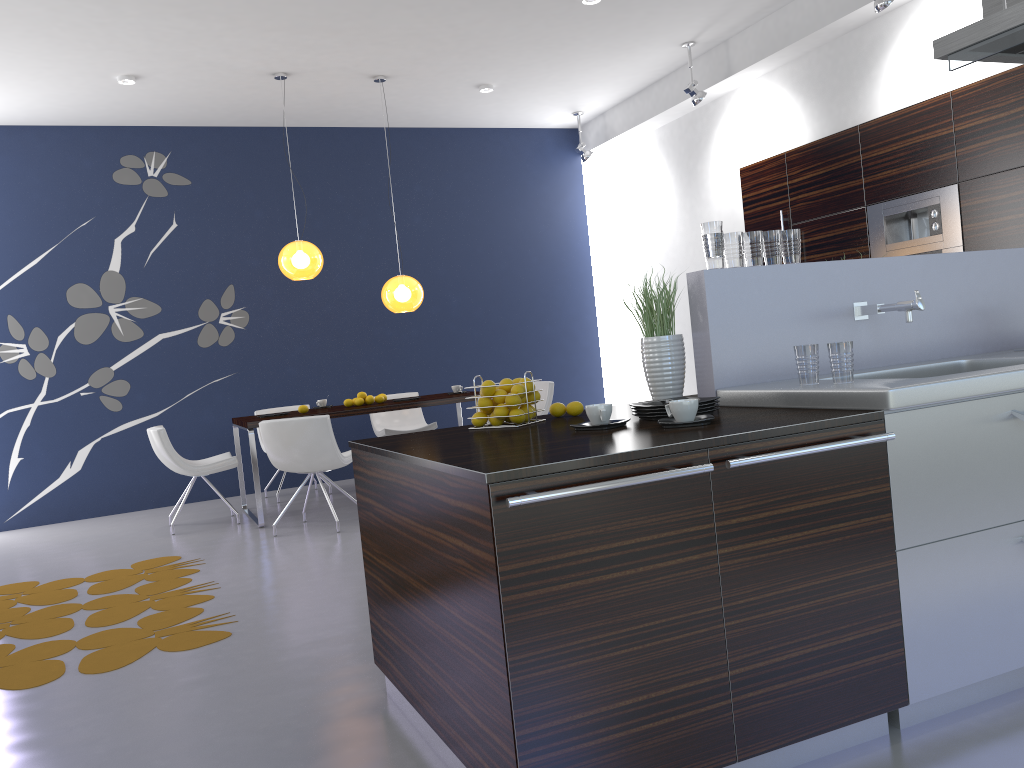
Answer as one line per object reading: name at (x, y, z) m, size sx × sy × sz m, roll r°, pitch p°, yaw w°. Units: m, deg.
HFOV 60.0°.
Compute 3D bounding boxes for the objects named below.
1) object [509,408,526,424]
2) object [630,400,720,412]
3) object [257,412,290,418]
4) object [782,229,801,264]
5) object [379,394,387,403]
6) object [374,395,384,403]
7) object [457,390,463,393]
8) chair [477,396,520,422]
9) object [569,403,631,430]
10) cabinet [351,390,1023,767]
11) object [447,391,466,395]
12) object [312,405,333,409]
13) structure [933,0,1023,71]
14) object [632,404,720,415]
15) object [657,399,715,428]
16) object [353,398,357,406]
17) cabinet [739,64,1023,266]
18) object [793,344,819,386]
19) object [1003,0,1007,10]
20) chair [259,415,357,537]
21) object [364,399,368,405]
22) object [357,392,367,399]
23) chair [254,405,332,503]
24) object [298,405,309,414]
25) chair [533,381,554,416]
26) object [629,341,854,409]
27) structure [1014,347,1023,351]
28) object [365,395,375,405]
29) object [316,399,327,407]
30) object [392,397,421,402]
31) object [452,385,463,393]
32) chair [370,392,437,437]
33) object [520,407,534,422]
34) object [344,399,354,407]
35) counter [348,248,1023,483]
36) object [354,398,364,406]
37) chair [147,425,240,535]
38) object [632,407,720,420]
object at (0.017, 0.106, 2.912) m, size 0.053 × 0.053 × 0.061 m, roll -5°, pitch 2°, yaw 22°
object at (0.492, 0.070, 2.679) m, size 0.232 × 0.020 × 0.232 m, roll -7°, pitch 2°, yaw -19°
object at (-1.893, 0.248, 7.041) m, size 0.232 × 0.020 × 0.232 m, roll -6°, pitch 2°, yaw 6°
object at (0.970, -0.474, 3.085) m, size 0.071 × 0.119 × 0.072 m, roll -5°, pitch 2°, yaw 27°
object at (-1.098, 0.120, 7.480) m, size 0.094 × 0.077 × 0.079 m, roll -4°, pitch 3°, yaw 41°
object at (-1.106, 0.128, 7.395) m, size 0.083 × 0.068 × 0.070 m, roll -7°, pitch 2°, yaw -19°
object at (-0.420, 0.068, 7.650) m, size 0.032 × 0.028 × 0.155 m, roll -8°, pitch 3°, yaw -42°
chair at (-0.208, 0.476, 6.755) m, size 0.620 × 0.805 × 0.508 m, roll -4°, pitch 3°, yaw 37°
object at (0.253, 0.094, 2.566) m, size 0.153 × 0.069 × 0.153 m, roll -4°, pitch 3°, yaw 41°
cabinet at (1.246, 0.437, 3.069) m, size 3.285 × 0.852 × 1.377 m, roll -7°, pitch 2°, yaw -23°
object at (-0.482, 0.078, 7.745) m, size 0.154 × 0.020 × 0.154 m, roll -5°, pitch 2°, yaw 23°
object at (-1.626, 0.199, 7.622) m, size 0.154 × 0.020 × 0.154 m, roll -5°, pitch 2°, yaw 22°
structure at (2.160, -1.829, 3.088) m, size 0.981 × 1.231 × 0.915 m, roll -7°, pitch 2°, yaw -23°
object at (0.493, 0.080, 2.680) m, size 0.232 × 0.020 × 0.232 m, roll -6°, pitch 2°, yaw -14°
object at (0.468, 0.078, 2.398) m, size 0.153 × 0.069 × 0.153 m, roll -5°, pitch 2°, yaw 11°
object at (-1.289, 0.148, 7.368) m, size 0.083 × 0.068 × 0.070 m, roll -4°, pitch 3°, yaw 36°
cabinet at (3.090, -0.697, 6.301) m, size 0.669 × 2.500 × 3.600 m, roll -7°, pitch 2°, yaw -23°
object at (0.881, -0.057, 2.642) m, size 0.072 × 0.119 × 0.071 m, roll -7°, pitch 2°, yaw -23°
object at (1.772, -1.416, 3.197) m, size 0.125 × 0.221 × 0.125 m, roll -6°, pitch 2°, yaw 2°
chair at (-1.401, 0.616, 6.258) m, size 0.508 × 0.805 × 0.620 m, roll -5°, pitch 2°, yaw 12°
object at (-1.214, 0.138, 7.400) m, size 0.069 × 0.071 × 0.081 m, roll -4°, pitch 3°, yaw 44°
object at (-1.241, 0.098, 7.338) m, size 0.083 × 0.068 × 0.070 m, roll -7°, pitch 2°, yaw -19°
chair at (-1.986, 0.612, 8.028) m, size 0.508 × 0.805 × 0.620 m, roll -7°, pitch 2°, yaw -28°
object at (-1.634, 0.198, 6.946) m, size 0.083 × 0.068 × 0.070 m, roll -7°, pitch 2°, yaw -19°
chair at (0.083, 0.402, 7.979) m, size 0.620 × 0.805 × 0.508 m, roll -7°, pitch 2°, yaw -28°
object at (0.671, -0.022, 2.670) m, size 0.646 × 0.147 × 0.269 m, roll -6°, pitch 2°, yaw 2°
structure at (2.297, -0.190, 3.218) m, size 0.709 × 0.055 × 0.519 m, roll -7°, pitch 2°, yaw -23°
object at (-1.174, 0.132, 7.327) m, size 0.076 × 0.080 × 0.094 m, roll -7°, pitch 2°, yaw -21°
object at (-1.629, 0.169, 7.611) m, size 0.081 × 0.064 × 0.101 m, roll -6°, pitch 2°, yaw 2°
object at (-0.884, 0.130, 7.436) m, size 0.232 × 0.020 × 0.232 m, roll -6°, pitch 2°, yaw 6°
object at (-0.475, 0.046, 7.744) m, size 0.101 × 0.064 × 0.081 m, roll -6°, pitch 2°, yaw 3°
chair at (-1.035, 0.500, 8.434) m, size 0.508 × 0.805 × 0.620 m, roll -7°, pitch 2°, yaw -23°
object at (0.043, 0.102, 2.967) m, size 0.061 × 0.053 × 0.053 m, roll -5°, pitch 2°, yaw 20°
object at (-1.344, 0.156, 7.298) m, size 0.083 × 0.068 × 0.070 m, roll -7°, pitch 2°, yaw -19°
counter at (1.226, 0.214, 3.050) m, size 3.291 × 1.300 × 1.302 m, roll -7°, pitch 2°, yaw -23°
object at (-1.256, 0.147, 7.290) m, size 0.083 × 0.068 × 0.070 m, roll -4°, pitch 3°, yaw 36°
chair at (-2.461, 0.701, 6.893) m, size 0.620 × 0.805 × 0.508 m, roll -7°, pitch 2°, yaw -23°
object at (0.494, 0.090, 2.680) m, size 0.232 × 0.020 × 0.232 m, roll -6°, pitch 2°, yaw -14°
